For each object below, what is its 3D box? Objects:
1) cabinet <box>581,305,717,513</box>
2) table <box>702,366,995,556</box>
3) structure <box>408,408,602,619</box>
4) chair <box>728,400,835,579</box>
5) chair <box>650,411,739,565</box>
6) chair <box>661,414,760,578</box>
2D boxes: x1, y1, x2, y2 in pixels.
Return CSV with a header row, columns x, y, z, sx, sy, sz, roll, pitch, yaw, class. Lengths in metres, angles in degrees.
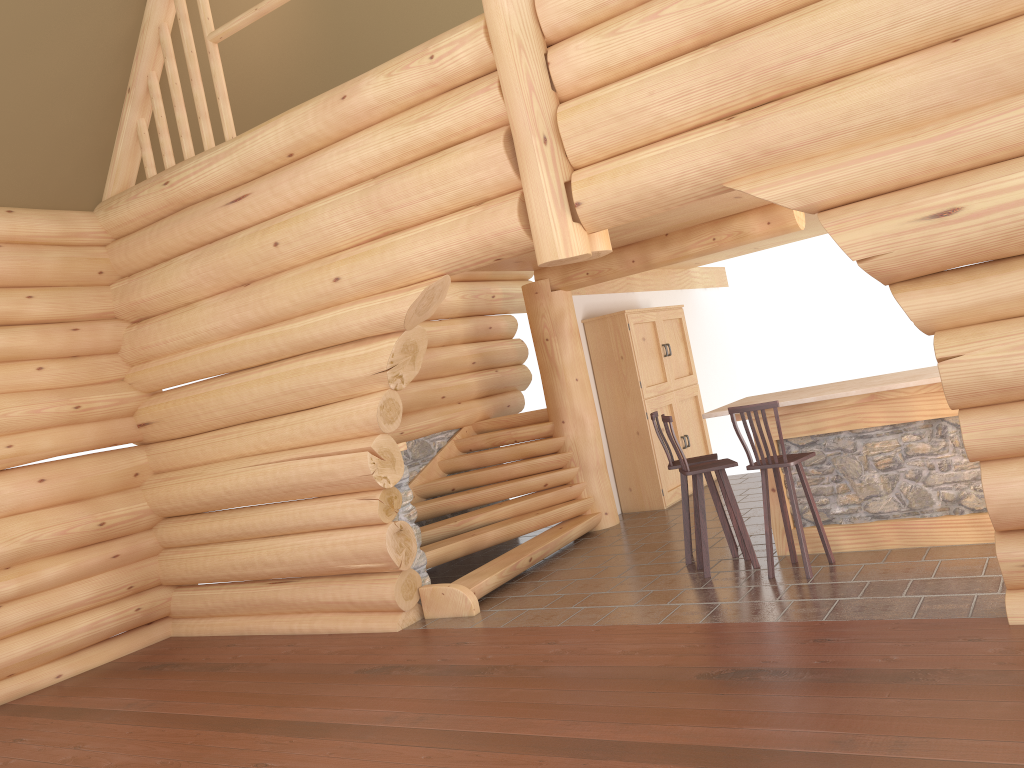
x,y,z,sx,sy,sz,roll,pitch,yaw,class
1.841,0.250,11.408,0.670,2.403,1.847,-12,0,33,cabinet
3.333,0.534,6.968,3.220,1.257,1.196,-12,0,33,table
-0.512,1.126,9.375,1.951,1.643,3.604,-12,0,27,structure
2.046,0.766,6.695,0.406,1.319,0.504,-11,0,43,chair
1.586,0.859,7.726,0.504,1.319,0.406,-12,0,13,chair
1.597,0.857,7.205,0.504,1.319,0.406,-12,0,2,chair
